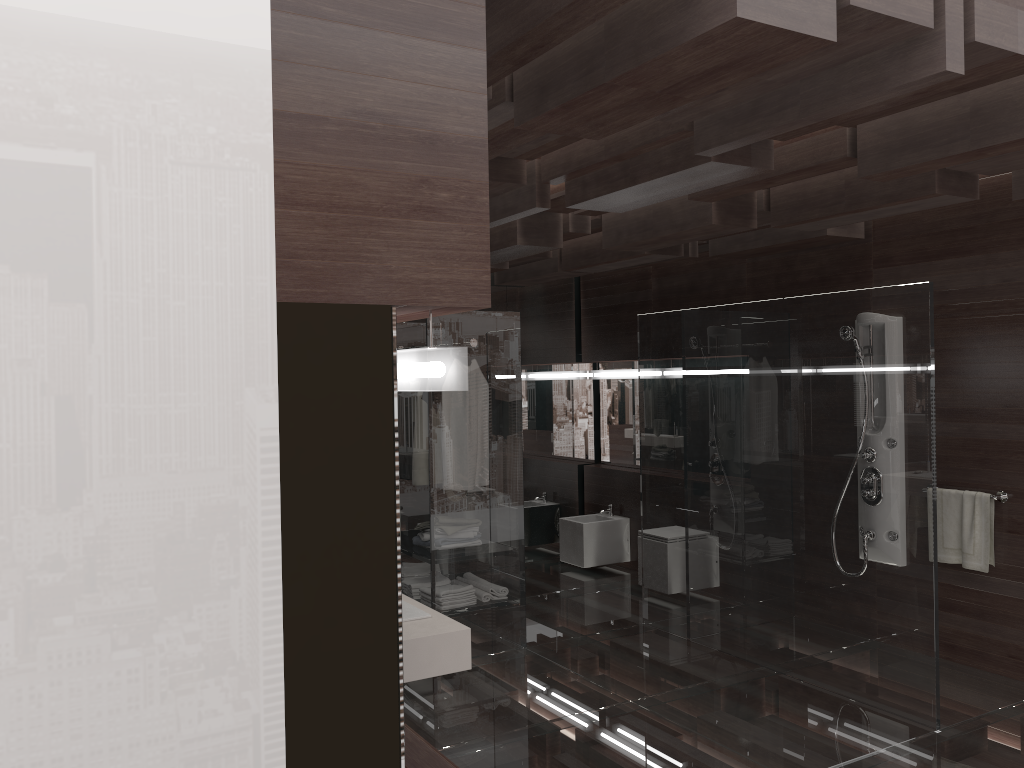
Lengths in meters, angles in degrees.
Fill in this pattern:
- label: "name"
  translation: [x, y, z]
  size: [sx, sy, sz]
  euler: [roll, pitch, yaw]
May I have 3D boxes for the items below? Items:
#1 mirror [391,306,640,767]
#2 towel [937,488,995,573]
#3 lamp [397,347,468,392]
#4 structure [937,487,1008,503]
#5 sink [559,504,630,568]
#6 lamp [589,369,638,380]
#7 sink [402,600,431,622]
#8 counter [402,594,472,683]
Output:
- label: "mirror"
  translation: [0.302, 0.293, 4.786]
  size: [4.126, 0.916, 5.081]
  euler: [-1, 0, -30]
- label: "towel"
  translation: [2.406, 0.777, 4.763]
  size: [0.097, 0.414, 0.352]
  euler: [-1, 0, -37]
- label: "lamp"
  translation: [-0.356, -0.025, 2.031]
  size: [0.082, 0.082, 0.950]
  euler: [-1, 0, -30]
- label: "structure"
  translation: [2.429, 0.589, 4.780]
  size: [0.071, 0.061, 0.455]
  euler: [-1, 0, -30]
- label: "sink"
  translation: [0.688, 1.250, 7.399]
  size: [0.469, 0.456, 0.357]
  euler: [-1, 0, -30]
- label: "lamp"
  translation: [0.961, -0.084, 7.537]
  size: [0.082, 0.082, 0.950]
  euler: [-1, 0, -30]
- label: "sink"
  translation: [-0.625, 0.714, 3.130]
  size: [0.427, 0.193, 0.681]
  euler: [-1, 0, -30]
- label: "counter"
  translation: [-0.831, 0.847, 3.529]
  size: [0.488, 0.131, 1.954]
  euler: [-1, 0, -30]
